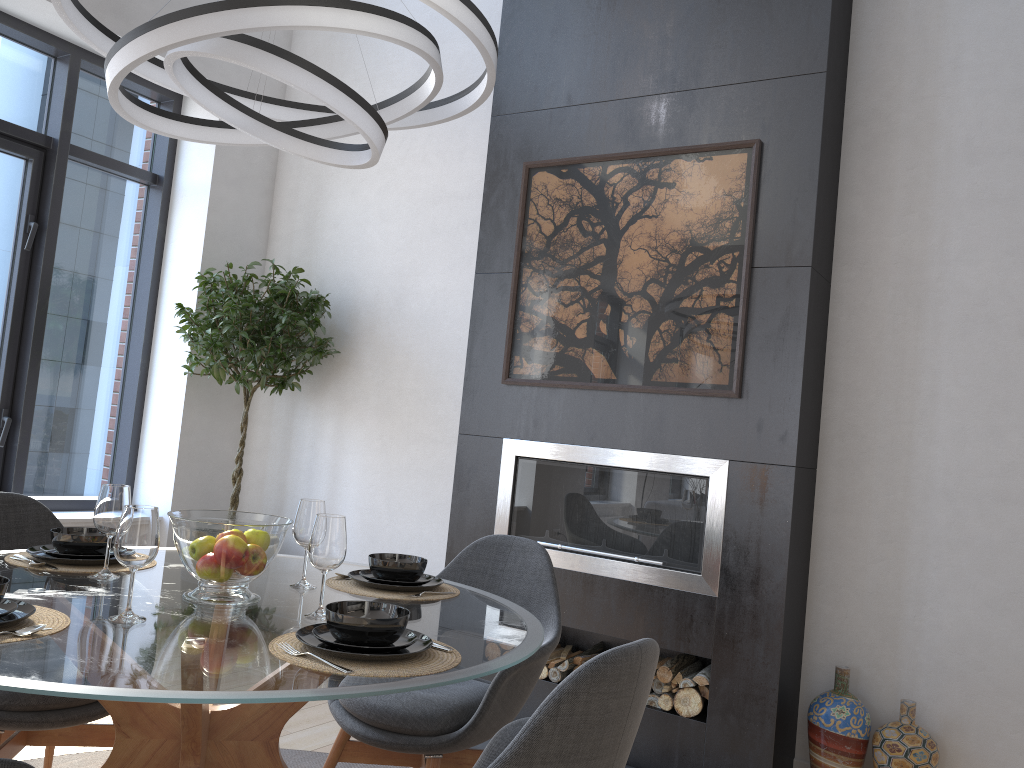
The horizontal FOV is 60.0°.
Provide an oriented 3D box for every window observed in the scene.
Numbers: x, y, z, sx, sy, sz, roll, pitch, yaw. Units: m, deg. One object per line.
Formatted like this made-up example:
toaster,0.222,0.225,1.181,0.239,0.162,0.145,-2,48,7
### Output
window,-2.430,-0.559,4.542,0.170,2.402,1.310,3,-4,32

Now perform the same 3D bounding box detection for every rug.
rug,-0.740,1.251,1.963,2.499,0.010,2.499,5,-4,5

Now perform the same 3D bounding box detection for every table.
table,-0.711,0.866,1.993,1.499,0.764,1.499,4,-4,22

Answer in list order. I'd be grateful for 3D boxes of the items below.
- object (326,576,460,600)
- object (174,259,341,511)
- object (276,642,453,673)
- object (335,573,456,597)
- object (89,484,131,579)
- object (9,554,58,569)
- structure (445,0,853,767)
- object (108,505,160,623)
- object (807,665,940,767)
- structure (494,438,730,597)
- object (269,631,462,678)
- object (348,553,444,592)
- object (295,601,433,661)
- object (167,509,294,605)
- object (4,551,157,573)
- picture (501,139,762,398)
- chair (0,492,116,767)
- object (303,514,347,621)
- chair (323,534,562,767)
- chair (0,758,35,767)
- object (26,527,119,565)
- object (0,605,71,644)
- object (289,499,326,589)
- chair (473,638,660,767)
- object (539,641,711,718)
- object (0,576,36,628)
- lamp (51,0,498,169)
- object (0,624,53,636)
object,-0.319,0.545,2.385,0.360,0.002,0.360,5,-4,7
object,-1.402,0.337,4.603,0.801,2.019,0.813,3,-5,36
object,-0.271,0.496,1.683,0.206,0.015,0.309,3,-5,37
object,-0.329,0.536,2.388,0.309,0.015,0.206,2,-5,42
object,-0.969,0.354,2.140,0.083,0.220,0.083,6,-4,-7
object,-1.117,0.452,2.306,0.206,0.015,0.309,3,-5,37
structure,0.563,-1.699,3.689,1.500,6.351,0.722,3,-4,32
object,-0.741,0.351,1.740,0.083,0.220,0.083,5,-4,4
object,1.275,1.282,3.152,0.442,0.501,0.219,4,-4,29
structure,0.440,0.458,3.694,1.010,0.651,0.295,3,-4,32
object,-0.275,0.503,1.676,0.360,0.002,0.360,5,-4,7
object,-0.312,0.508,2.401,0.258,0.074,0.258,9,-5,-38
object,-0.277,0.465,1.684,0.258,0.074,0.258,5,-4,13
object,-0.653,0.396,2.030,0.278,0.184,0.278,2,-5,41
object,-1.121,0.460,2.318,0.360,0.002,0.360,7,-4,-15
picture,0.454,-0.465,3.632,1.056,0.990,0.026,3,-4,32
chair,-1.339,0.776,2.438,0.619,0.891,0.655,3,-4,34
object,-0.406,0.396,1.931,0.083,0.220,0.083,8,-4,-29
chair,-0.206,0.897,2.577,0.655,0.891,0.619,3,-5,39
chair,-1.080,0.741,1.509,0.655,0.891,0.619,3,-5,39
object,-1.121,0.422,2.316,0.258,0.074,0.258,9,-5,-38
object,-0.992,0.426,1.593,0.360,0.002,0.360,7,-4,-15
object,-0.521,0.406,2.262,0.083,0.220,0.083,6,-4,-7
chair,-0.096,0.842,1.550,0.619,0.891,0.655,3,-4,34
object,0.393,1.161,3.689,1.005,0.195,0.363,3,-4,31
object,-0.994,0.387,1.586,0.258,0.074,0.258,5,-4,13
lamp,-0.334,-2.808,2.227,1.000,4.513,1.000,3,-4,34
object,-0.983,0.419,1.588,0.309,0.015,0.206,3,-5,37
